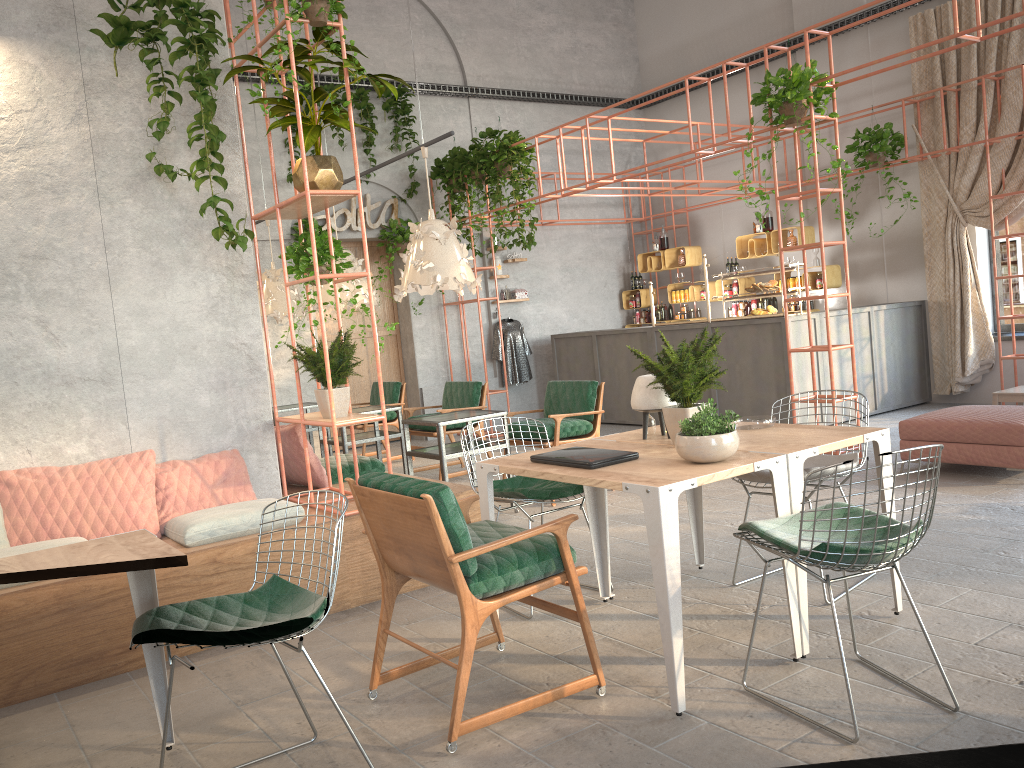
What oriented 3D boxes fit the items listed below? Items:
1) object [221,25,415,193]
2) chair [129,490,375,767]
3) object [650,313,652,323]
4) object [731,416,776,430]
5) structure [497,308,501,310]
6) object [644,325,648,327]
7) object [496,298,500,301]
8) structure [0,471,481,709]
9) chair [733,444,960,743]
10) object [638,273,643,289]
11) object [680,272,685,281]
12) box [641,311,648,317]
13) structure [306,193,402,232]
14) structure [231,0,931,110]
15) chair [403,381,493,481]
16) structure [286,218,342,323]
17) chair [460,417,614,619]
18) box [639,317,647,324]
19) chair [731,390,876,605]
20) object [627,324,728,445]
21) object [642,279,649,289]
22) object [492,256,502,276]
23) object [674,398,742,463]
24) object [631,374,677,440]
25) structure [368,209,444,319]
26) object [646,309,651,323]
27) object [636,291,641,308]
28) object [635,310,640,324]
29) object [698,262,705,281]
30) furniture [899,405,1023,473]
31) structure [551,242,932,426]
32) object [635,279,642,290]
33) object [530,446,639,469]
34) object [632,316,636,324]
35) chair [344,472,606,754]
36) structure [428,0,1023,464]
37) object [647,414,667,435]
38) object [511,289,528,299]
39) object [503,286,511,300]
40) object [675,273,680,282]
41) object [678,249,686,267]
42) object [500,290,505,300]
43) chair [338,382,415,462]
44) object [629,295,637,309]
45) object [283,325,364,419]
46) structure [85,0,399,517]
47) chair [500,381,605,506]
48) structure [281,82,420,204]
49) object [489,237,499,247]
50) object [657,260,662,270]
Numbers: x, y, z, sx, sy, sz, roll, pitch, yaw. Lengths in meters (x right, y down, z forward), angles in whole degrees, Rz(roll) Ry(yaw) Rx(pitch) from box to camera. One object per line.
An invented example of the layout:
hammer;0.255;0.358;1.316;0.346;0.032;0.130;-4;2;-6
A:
object;-1.062;-1.533;4.964;0.934;0.947;0.903;-5;4;17
chair;-0.855;0.881;2.899;0.717;0.941;0.565;-9;5;-38
object;2.138;-1.047;13.314;0.072;0.248;0.094;-8;5;-34
object;1.158;0.188;4.264;0.218;0.041;0.218;-8;4;-26
structure;-0.192;-1.065;12.565;0.066;0.044;0.019;-8;5;-34
object;2.080;-0.783;13.716;0.074;0.243;0.254;-6;4;-4
object;-0.202;-1.254;12.497;0.055;0.164;0.092;-7;4;-16
structure;-3.608;1.136;6.510;4.386;0.500;5.831;-8;5;-34
chair;1.168;0.660;3.153;0.565;0.941;0.717;-7;4;-18
object;1.984;-1.607;13.702;0.066;0.291;0.066;-5;4;6
object;2.456;-1.525;12.773;0.083;0.159;0.083;-8;4;-25
box;2.027;-1.066;13.519;0.058;0.093;0.122;-7;4;-23
structure;-2.031;-2.202;11.341;1.312;0.505;0.063;-8;5;-34
structure;0.103;-3.515;3.712;15.603;0.110;15.203;-8;5;-34
chair;-0.648;0.461;8.864;0.685;0.930;0.722;-8;5;-34
structure;-2.583;-1.509;11.028;0.921;1.527;0.950;-6;4;-1
chair;0.113;0.661;4.681;0.565;0.941;0.717;-8;5;-33
box;2.005;-0.969;13.501;0.058;0.093;0.122;-8;5;-34
chair;1.457;0.539;4.482;0.717;0.941;0.565;-9;5;-38
object;0.766;0.008;3.923;0.438;0.527;0.368;-8;5;-34
object;2.041;-1.535;13.613;0.115;0.147;0.115;-5;4;11
object;-0.218;-1.690;12.467;0.136;0.336;0.145;-7;4;-20
object;0.762;0.181;3.491;0.248;0.247;0.254;-8;5;-34
object;0.693;0.111;4.246;0.241;0.313;0.241;-5;4;11
structure;-1.523;-1.649;11.805;0.950;1.527;0.921;-9;5;-36
object;2.074;-1.032;13.401;0.073;0.219;0.105;-8;4;-28
object;1.947;-1.293;13.540;0.072;0.248;0.094;-8;5;-34
object;1.930;-1.026;13.593;0.070;0.209;0.070;-10;5;-44
object;2.701;-1.596;12.622;0.075;0.273;0.075;-4;4;22
furniture;3.651;0.413;6.759;0.941;0.446;0.976;-8;5;-34
structure;2.767;-0.626;11.578;2.579;2.022;4.057;-8;5;-34
object;1.933;-1.519;13.539;0.115;0.147;0.115;-5;4;11
object;0.305;0.314;3.802;0.268;0.031;0.427;-8;5;-34
object;1.894;-0.988;13.674;0.073;0.131;0.073;-6;4;-9
chair;-0.164;0.777;3.467;0.685;0.917;0.722;-8;5;-34
structure;4.537;-1.308;7.090;4.157;4.247;14.689;-8;5;-34
object;0.764;0.166;4.392;0.165;0.154;0.210;-10;5;-44
object;0.106;-1.286;12.693;0.219;0.149;0.129;-8;5;-34
object;-0.073;-1.292;12.570;0.081;0.204;0.081;-8;5;-34
object;2.405;-1.525;12.849;0.083;0.159;0.083;-8;4;-25
object;2.469;-1.824;12.834;0.137;0.261;0.137;-6;4;2
object;-0.136;-1.256;12.517;0.063;0.151;0.063;-2;5;42
chair;-1.627;0.462;10.294;0.685;0.930;0.722;-8;5;-34
object;1.871;-1.269;13.678;0.131;0.207;0.131;-5;4;11
object;-1.046;-0.064;5.075;0.438;0.527;0.368;-8;5;-34
structure;-2.601;-0.948;4.133;4.501;4.345;14.096;-9;5;-35
chair;0.352;0.461;7.403;0.685;0.929;0.722;-8;5;-34
structure;-2.050;-3.035;11.199;1.939;1.514;0.856;-9;5;-40
object;-0.249;-1.991;12.436;0.133;0.145;0.133;-5;4;18
object;2.209;-1.758;13.116;0.123;0.142;0.141;-8;5;-34
